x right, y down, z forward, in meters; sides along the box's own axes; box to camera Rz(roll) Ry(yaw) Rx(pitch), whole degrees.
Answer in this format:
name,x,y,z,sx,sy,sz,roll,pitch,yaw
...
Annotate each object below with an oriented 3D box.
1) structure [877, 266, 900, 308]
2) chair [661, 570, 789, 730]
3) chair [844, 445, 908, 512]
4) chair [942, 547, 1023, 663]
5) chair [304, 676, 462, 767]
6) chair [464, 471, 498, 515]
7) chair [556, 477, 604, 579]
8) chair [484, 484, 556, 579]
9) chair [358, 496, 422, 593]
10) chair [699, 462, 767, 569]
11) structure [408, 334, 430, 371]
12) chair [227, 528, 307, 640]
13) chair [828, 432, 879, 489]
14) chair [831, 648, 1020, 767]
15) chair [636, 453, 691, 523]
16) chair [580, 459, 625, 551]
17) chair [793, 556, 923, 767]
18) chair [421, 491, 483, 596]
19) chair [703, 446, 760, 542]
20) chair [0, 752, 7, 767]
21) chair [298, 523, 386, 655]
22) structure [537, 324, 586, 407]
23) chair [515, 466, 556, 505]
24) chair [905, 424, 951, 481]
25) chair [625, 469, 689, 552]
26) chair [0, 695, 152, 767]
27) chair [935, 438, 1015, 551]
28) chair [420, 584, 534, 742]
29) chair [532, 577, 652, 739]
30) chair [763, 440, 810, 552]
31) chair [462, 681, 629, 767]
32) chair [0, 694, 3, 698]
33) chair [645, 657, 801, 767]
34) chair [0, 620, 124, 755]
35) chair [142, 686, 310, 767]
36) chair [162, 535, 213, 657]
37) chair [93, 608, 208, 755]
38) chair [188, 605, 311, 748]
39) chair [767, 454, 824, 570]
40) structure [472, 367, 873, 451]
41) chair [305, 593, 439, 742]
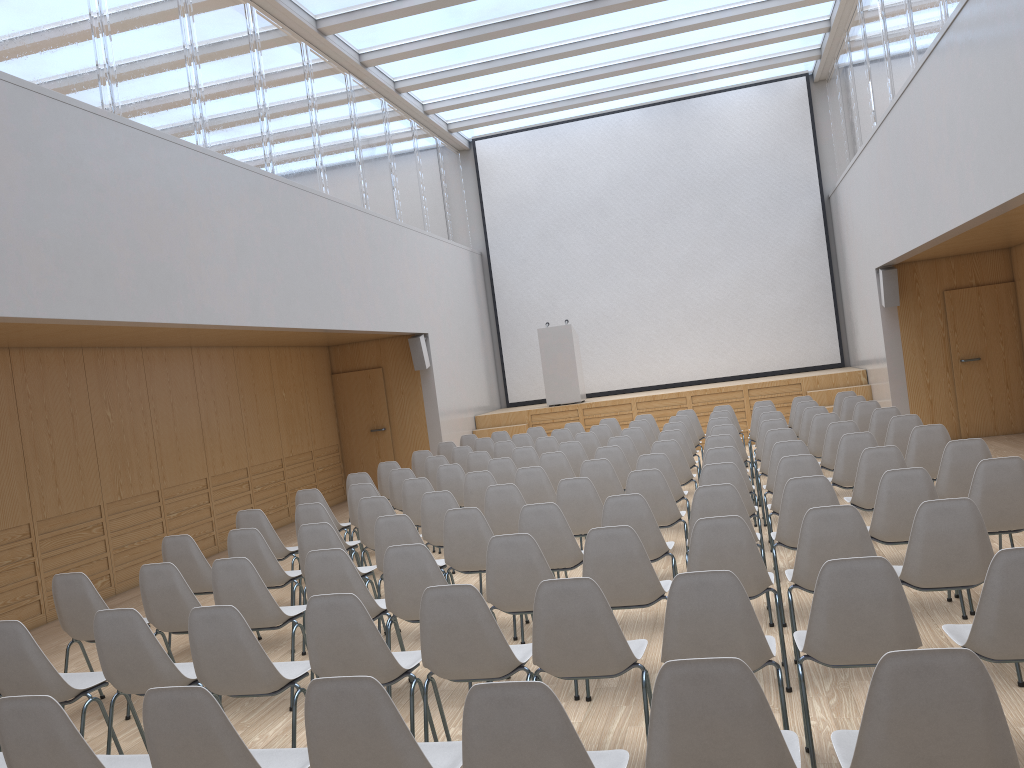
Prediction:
name,x,y,z,sx,sy,sz,roll,pitch,yaw
structure,5.123,-1.316,12.047,0.196,0.542,0.368,-7,1,14
chair,0.815,1.108,3.495,0.479,0.876,0.505,-7,1,14
chair,2.587,0.843,6.204,0.479,0.876,0.505,-7,1,14
chair,1.872,0.974,3.255,0.479,0.876,0.505,-7,1,14
chair,-0.379,1.272,2.822,0.479,0.876,0.505,-7,1,14
chair,-0.183,1.180,7.929,0.479,0.876,0.505,-7,1,14
chair,0.561,1.100,6.645,0.479,0.876,0.505,-7,1,14
chair,0.033,1.167,6.818,0.479,0.876,0.505,-7,1,14
chair,-0.962,1.293,7.083,0.479,0.876,0.505,-7,1,14
chair,1.554,0.974,6.421,0.479,0.876,0.505,-7,1,14
structure,-1.422,-0.486,13.668,0.196,0.542,0.368,-7,1,14
chair,-1.704,1.400,6.238,0.479,0.876,0.505,-7,1,14
chair,2.801,0.803,7.161,0.479,0.876,0.505,-7,1,14
chair,1.143,1.079,2.445,0.479,0.876,0.505,-7,1,14
chair,1.265,0.997,7.542,0.479,0.876,0.505,-7,1,14
chair,0.810,1.055,7.673,0.479,0.876,0.505,-7,1,14
chair,1.336,1.041,3.408,0.479,0.876,0.505,-7,1,14
chair,-0.452,1.229,6.896,0.479,0.876,0.505,-7,1,14
chair,1.791,0.931,7.370,0.479,0.876,0.505,-7,1,14
chair,-1.891,1.463,3.207,0.479,0.876,0.505,-7,1,14
chair,-1.177,1.334,6.047,0.479,0.876,0.505,-7,1,14
structure,0.887,-0.327,15.654,0.605,1.379,0.605,-7,1,14
chair,0.260,1.125,7.749,0.479,0.876,0.505,-7,1,14
chair,3.314,0.737,7.063,0.479,0.876,0.505,-7,1,14
chair,1.060,1.036,6.592,0.479,0.876,0.505,-7,1,14
chair,-1.419,1.404,3.041,0.479,0.876,0.505,-7,1,14
chair,3.066,0.783,6.025,0.479,0.876,0.505,-7,1,14
chair,-0.138,1.228,3.802,0.479,0.876,0.505,-7,1,14
chair,0.321,1.170,3.659,0.479,0.876,0.505,-7,1,14
chair,2.284,0.869,7.205,0.479,0.876,0.505,-7,1,14
chair,0.103,1.212,2.600,0.479,0.876,0.505,-7,1,14
chair,-2.688,1.553,4.320,0.479,0.876,0.505,-7,1,14
chair,0.616,1.146,2.586,0.479,0.876,0.505,-7,1,14
chair,-2.185,1.488,4.238,0.479,0.876,0.505,-7,1,14
chair,-0.905,1.339,2.934,0.479,0.876,0.505,-7,1,14
chair,-2.191,1.462,6.340,0.479,0.876,0.505,-7,1,14
chair,-1.641,1.418,4.174,0.479,0.876,0.505,-7,1,14
chair,-1.147,1.357,3.981,0.479,0.876,0.505,-7,1,14
chair,2.063,0.909,6.315,0.479,0.876,0.505,-7,1,14
structure,2.701,0.653,15.488,6.552,1.027,2.728,-7,1,14
chair,-0.631,1.290,3.914,0.479,0.876,0.505,-7,1,14
